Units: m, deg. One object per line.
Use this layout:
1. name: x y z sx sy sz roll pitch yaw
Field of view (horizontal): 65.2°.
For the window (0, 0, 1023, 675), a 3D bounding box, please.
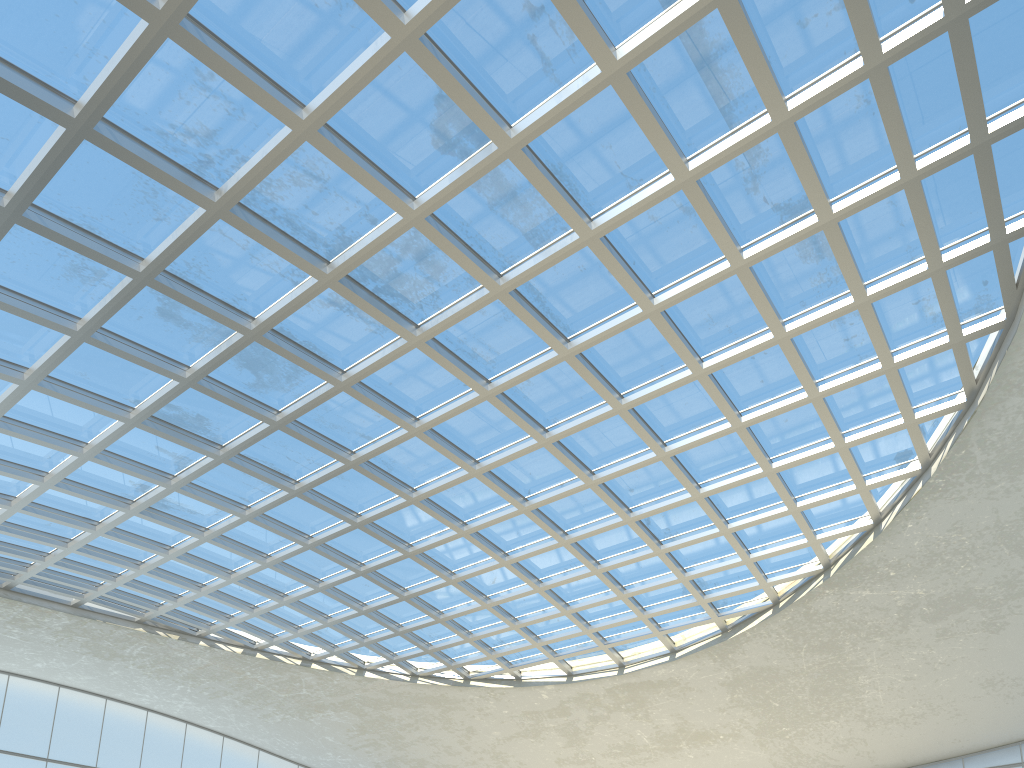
1. window: -12.343 7.479 49.061 82.360 9.665 87.446 -23 -42 30
